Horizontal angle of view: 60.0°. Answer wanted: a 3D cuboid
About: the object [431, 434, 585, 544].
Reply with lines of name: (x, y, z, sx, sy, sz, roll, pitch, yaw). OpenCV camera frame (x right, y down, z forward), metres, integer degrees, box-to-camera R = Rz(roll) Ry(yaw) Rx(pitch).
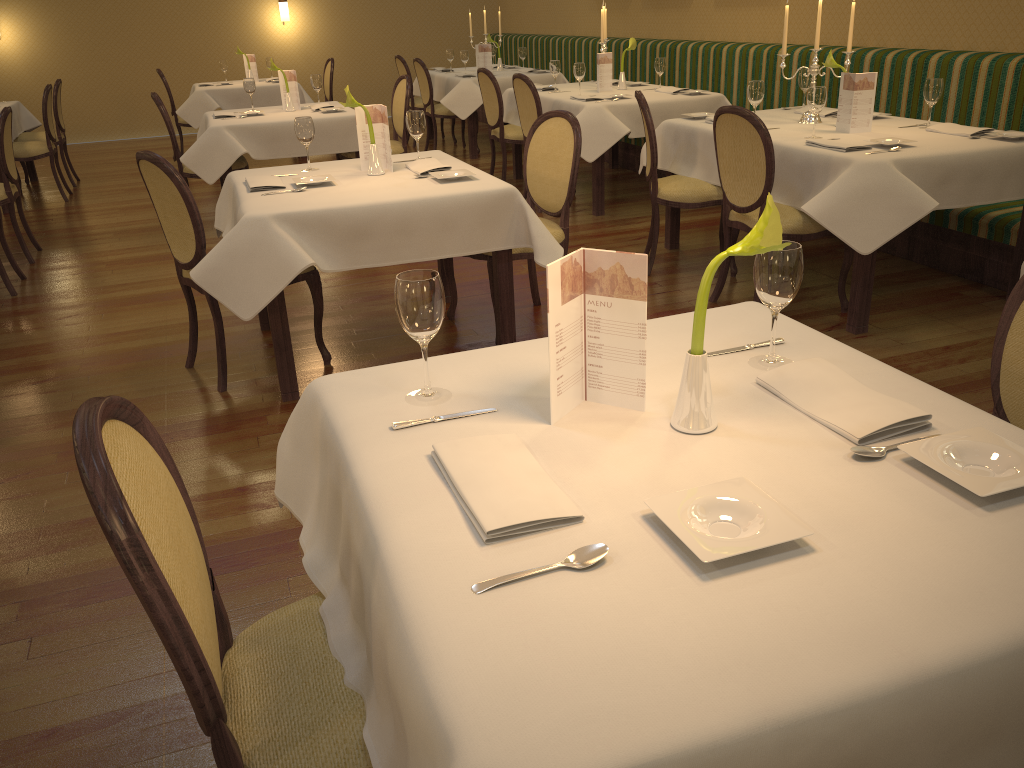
object: (-0.015, 0.141, 1.292, 0.142, 0.024, 0.273, -10, 24, -17)

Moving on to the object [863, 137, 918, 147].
object: (1.656, -1.054, 3.886, 0.160, 0.024, 0.160, -10, 24, -17)

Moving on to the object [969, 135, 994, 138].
object: (2.128, -1.116, 3.988, 0.181, 0.015, 0.038, -10, 24, -16)

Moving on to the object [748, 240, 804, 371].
object: (0.486, -0.144, 1.634, 0.088, 0.229, 0.088, 10, 26, 27)

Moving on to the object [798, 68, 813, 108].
object: (1.696, -1.703, 5.133, 0.088, 0.229, 0.088, 10, 26, 27)

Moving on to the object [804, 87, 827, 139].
object: (1.421, -1.269, 4.152, 0.088, 0.229, 0.088, 10, 26, 27)

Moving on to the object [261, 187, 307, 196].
object: (-0.900, -0.762, 3.504, 0.181, 0.015, 0.038, -10, 24, -16)

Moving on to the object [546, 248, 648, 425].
object: (0.131, -0.082, 1.474, 0.166, 0.277, 0.081, -8, 24, -11)

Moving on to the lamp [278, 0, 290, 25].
lamp: (-3.005, -4.939, 11.523, 0.114, 0.513, 0.323, -15, 26, -27)

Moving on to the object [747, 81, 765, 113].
object: (1.251, -1.438, 4.564, 0.088, 0.229, 0.088, 10, 26, 27)

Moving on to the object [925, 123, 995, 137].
object: (2.086, -1.184, 4.135, 0.142, 0.033, 0.273, -10, 24, -17)

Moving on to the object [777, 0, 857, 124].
object: (1.566, -1.683, 4.570, 0.390, 0.655, 0.131, -5, 23, -4)

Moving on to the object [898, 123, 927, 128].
object: (1.992, -1.280, 4.391, 0.185, 0.010, 0.017, -10, 24, -16)

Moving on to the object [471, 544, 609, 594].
object: (0.035, 0.227, 1.094, 0.181, 0.015, 0.038, -10, 24, -16)

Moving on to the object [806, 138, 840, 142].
object: (1.442, -1.132, 4.109, 0.185, 0.010, 0.017, -10, 24, -17)

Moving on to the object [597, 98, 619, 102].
object: (0.653, -1.952, 6.104, 0.181, 0.015, 0.038, -10, 24, -16)

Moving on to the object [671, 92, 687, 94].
object: (1.214, -2.082, 6.342, 0.181, 0.015, 0.038, -10, 24, -16)

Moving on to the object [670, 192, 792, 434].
object: (0.333, -0.105, 1.376, 0.163, 0.375, 0.076, -2, 23, 3)

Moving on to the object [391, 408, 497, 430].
object: (-0.114, 0.056, 1.514, 0.185, 0.010, 0.017, -10, 24, -17)

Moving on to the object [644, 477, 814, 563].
object: (0.279, 0.182, 1.159, 0.160, 0.024, 0.160, -10, 24, -17)

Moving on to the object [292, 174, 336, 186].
object: (-0.812, -0.829, 3.640, 0.160, 0.024, 0.160, -10, 24, -17)

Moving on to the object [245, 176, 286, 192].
object: (-1.025, -0.833, 3.677, 0.142, 0.024, 0.273, -10, 24, -17)

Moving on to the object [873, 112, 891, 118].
object: (1.906, -1.429, 4.732, 0.160, 0.024, 0.160, -10, 24, -17)

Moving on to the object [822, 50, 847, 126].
object: (1.629, -1.478, 4.431, 0.163, 0.375, 0.076, -2, 23, 3)

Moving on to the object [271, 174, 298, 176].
object: (-1.026, -0.908, 3.863, 0.185, 0.010, 0.017, -10, 24, -17)

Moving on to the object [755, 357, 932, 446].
object: (0.549, 0.024, 1.492, 0.142, 0.033, 0.273, -10, 24, -17)

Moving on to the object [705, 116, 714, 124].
object: (1.170, -1.409, 4.762, 0.142, 0.033, 0.273, -10, 24, -17)

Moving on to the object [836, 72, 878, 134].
object: (1.640, -1.345, 4.249, 0.166, 0.277, 0.081, 11, 27, 30)

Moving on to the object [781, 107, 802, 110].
object: (1.675, -1.637, 5.253, 0.181, 0.015, 0.038, -10, 24, -16)

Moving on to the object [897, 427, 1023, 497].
object: (0.668, 0.117, 1.267, 0.160, 0.024, 0.160, -10, 24, -17)

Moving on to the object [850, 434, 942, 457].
object: (0.591, 0.092, 1.345, 0.181, 0.015, 0.038, -10, 24, -16)

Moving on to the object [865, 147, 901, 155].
object: (1.567, -0.987, 3.749, 0.181, 0.015, 0.038, -10, 24, -16)

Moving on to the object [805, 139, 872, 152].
object: (1.443, -1.058, 3.922, 0.142, 0.024, 0.273, -10, 24, -17)

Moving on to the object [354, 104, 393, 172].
object: (-0.577, -1.066, 3.848, 0.166, 0.277, 0.081, 9, 26, 25)

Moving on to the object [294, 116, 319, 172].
object: (-0.915, -1.068, 3.946, 0.088, 0.229, 0.088, 7, 25, 21)

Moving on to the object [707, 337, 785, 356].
object: (0.455, -0.072, 1.748, 0.185, 0.010, 0.017, -10, 24, -16)

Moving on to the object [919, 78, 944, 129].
object: (2.023, -1.352, 4.277, 0.088, 0.229, 0.088, 7, 25, 21)

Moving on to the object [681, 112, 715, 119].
object: (1.067, -1.522, 5.044, 0.160, 0.024, 0.160, -10, 24, -17)

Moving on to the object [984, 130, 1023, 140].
object: (2.205, -1.091, 3.910, 0.160, 0.024, 0.160, -10, 24, -17)

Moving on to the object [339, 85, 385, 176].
object: (-0.623, -1.059, 3.707, 0.163, 0.375, 0.076, -22, 30, -38)

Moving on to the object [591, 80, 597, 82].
object: (0.762, -2.603, 7.608, 0.181, 0.015, 0.038, -10, 24, -16)

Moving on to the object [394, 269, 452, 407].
object: (-0.156, -0.081, 1.561, 0.088, 0.229, 0.088, 10, 26, 27)

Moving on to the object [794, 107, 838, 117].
object: (1.723, -1.524, 4.969, 0.142, 0.033, 0.273, -10, 24, -17)
